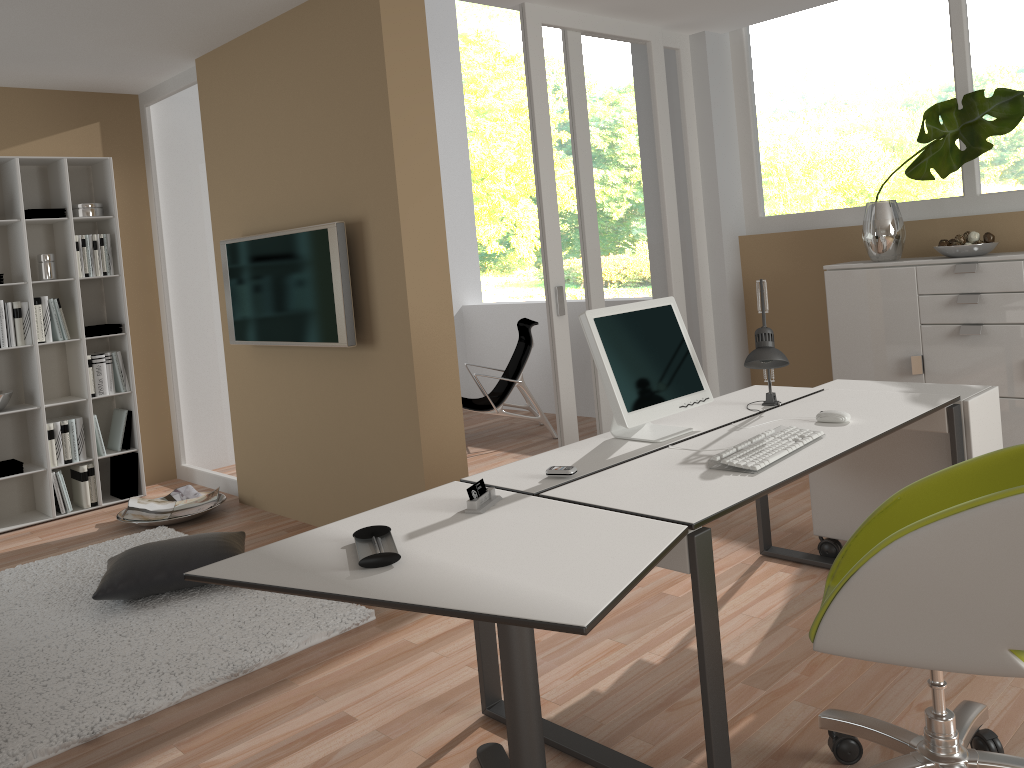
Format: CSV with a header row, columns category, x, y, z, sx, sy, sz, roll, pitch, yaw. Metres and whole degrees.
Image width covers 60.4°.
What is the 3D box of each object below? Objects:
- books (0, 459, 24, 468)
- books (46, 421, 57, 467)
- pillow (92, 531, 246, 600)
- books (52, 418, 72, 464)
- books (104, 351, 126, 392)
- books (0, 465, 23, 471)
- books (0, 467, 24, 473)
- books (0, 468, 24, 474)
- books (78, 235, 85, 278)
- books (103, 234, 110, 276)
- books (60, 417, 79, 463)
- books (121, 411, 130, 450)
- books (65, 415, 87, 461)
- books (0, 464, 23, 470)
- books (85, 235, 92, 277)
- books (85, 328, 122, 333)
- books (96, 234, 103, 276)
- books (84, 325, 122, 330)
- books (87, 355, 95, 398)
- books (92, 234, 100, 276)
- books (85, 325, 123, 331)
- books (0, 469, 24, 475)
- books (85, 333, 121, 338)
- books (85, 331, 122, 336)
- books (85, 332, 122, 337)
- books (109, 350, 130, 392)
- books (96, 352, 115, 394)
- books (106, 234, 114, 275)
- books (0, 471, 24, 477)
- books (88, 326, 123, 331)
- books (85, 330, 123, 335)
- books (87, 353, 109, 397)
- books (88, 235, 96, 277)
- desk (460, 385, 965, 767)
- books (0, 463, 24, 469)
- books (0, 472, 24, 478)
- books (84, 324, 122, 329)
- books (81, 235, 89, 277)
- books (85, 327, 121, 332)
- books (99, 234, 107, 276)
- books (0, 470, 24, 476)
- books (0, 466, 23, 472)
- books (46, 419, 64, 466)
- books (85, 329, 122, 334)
category,x,y,z,sx,sy,sz,roll,pitch,yaw
books,-3.017,0.479,5.089,0.300,0.006,0.210,-13,12,-43
books,-2.789,0.358,5.278,0.040,0.257,0.207,-7,4,-43
pillow,-1.463,0.781,3.822,0.611,0.208,0.585,-8,8,-18
books,-2.732,0.344,5.339,0.040,0.257,0.207,-7,4,-43
books,-2.522,-0.079,5.573,0.060,0.258,0.207,-7,4,-43
books,-3.021,0.495,5.089,0.300,0.008,0.210,-13,12,-43
books,-3.017,0.506,5.088,0.300,0.006,0.210,-13,12,-43
books,-3.016,0.512,5.088,0.300,0.006,0.210,-13,12,-43
books,-2.696,-0.784,5.446,0.021,0.257,0.207,-7,4,-43
books,-2.588,-0.809,5.547,0.021,0.257,0.207,-7,4,-43
books,-2.703,0.337,5.368,0.040,0.257,0.207,-7,4,-43
books,-2.486,0.289,5.612,0.043,0.237,0.210,-7,4,-43
books,-2.673,0.330,5.397,0.040,0.257,0.207,-7,4,-43
books,-3.021,0.490,5.089,0.300,0.008,0.210,-13,12,-43
books,-2.665,-0.791,5.474,0.021,0.257,0.207,-7,4,-43
books,-2.618,-0.337,5.547,0.212,0.006,0.297,-13,11,-43
books,-2.620,-0.802,5.519,0.021,0.257,0.207,-7,4,-43
books,-2.620,-0.358,5.544,0.212,0.007,0.297,-13,11,-43
books,-2.645,-0.050,5.448,0.040,0.257,0.207,-7,4,-43
books,-2.630,-0.798,5.499,0.021,0.257,0.207,-7,4,-43
books,-2.618,-0.354,5.549,0.212,0.008,0.297,-13,11,-43
books,-3.019,0.517,5.086,0.210,0.006,0.300,3,12,44
books,-2.619,-0.309,5.548,0.212,0.007,0.297,-13,11,-43
books,-2.618,-0.320,5.548,0.212,0.006,0.297,-13,11,-43
books,-2.617,-0.315,5.548,0.212,0.006,0.297,-13,11,-43
books,-2.503,-0.083,5.590,0.060,0.259,0.207,-7,4,-43
books,-2.562,-0.071,5.540,0.040,0.257,0.207,-7,4,-43
books,-2.573,-0.812,5.562,0.021,0.257,0.207,-7,4,-43
books,-3.016,0.529,5.087,0.300,0.006,0.210,-13,12,-43
books,-2.618,-0.348,5.549,0.212,0.008,0.297,-13,11,-43
books,-2.620,-0.326,5.550,0.297,0.006,0.212,3,12,44
books,-2.597,-0.060,5.488,0.077,0.257,0.207,-7,4,-43
books,-2.650,-0.794,5.488,0.021,0.257,0.207,-7,4,-43
desk,0.731,0.497,2.796,1.617,0.683,0.803,-12,9,-43
books,-3.017,0.484,5.088,0.300,0.007,0.210,-13,12,-43
books,-3.015,0.534,5.086,0.300,0.007,0.210,-13,12,-43
books,-2.619,-0.364,5.544,0.212,0.006,0.297,-13,11,-43
books,-2.679,-0.787,5.458,0.021,0.257,0.207,-7,4,-43
books,-2.621,-0.342,5.547,0.212,0.006,0.297,-13,11,-41
books,-2.603,-0.805,5.532,0.021,0.257,0.207,-7,4,-43
books,-3.016,0.523,5.087,0.300,0.006,0.210,-13,12,-43
books,-3.018,0.501,5.085,0.300,0.006,0.210,-13,11,-42
books,-2.764,0.351,5.312,0.040,0.257,0.207,-7,4,-43
books,-2.618,-0.331,5.547,0.212,0.006,0.297,-13,11,-43
